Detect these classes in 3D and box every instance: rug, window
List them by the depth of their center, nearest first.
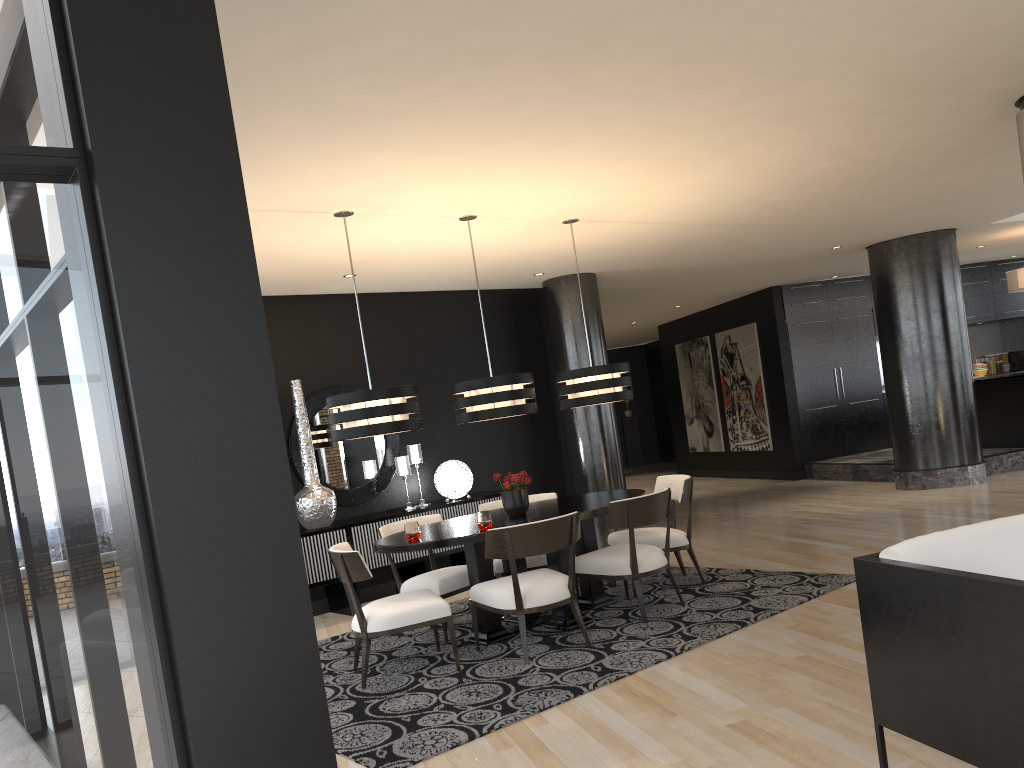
[{"bbox_3d":[4.968,-1.536,5.349,15.792,4.795,10.182,-7,-2,-29],"label":"window"},{"bbox_3d":[0.097,1.630,5.875,3.695,0.011,2.735,-6,-3,-38],"label":"rug"}]

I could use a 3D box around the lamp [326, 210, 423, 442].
[{"bbox_3d":[-0.894,-0.352,5.221,0.531,1.332,0.538,-10,3,-39],"label":"lamp"}]

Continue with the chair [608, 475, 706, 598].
[{"bbox_3d":[1.073,1.115,6.556,0.615,0.808,0.643,-9,1,-9],"label":"chair"}]

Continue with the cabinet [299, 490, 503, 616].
[{"bbox_3d":[-0.944,1.488,7.737,2.221,0.768,0.614,-7,0,-38],"label":"cabinet"}]

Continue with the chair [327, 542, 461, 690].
[{"bbox_3d":[-0.722,1.320,5.222,0.613,0.808,0.644,-9,1,-17],"label":"chair"}]

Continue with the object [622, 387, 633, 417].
[{"bbox_3d":[2.606,0.360,20.061,0.340,0.789,0.227,-8,2,13],"label":"object"}]

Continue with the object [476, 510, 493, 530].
[{"bbox_3d":[-0.166,0.815,5.283,0.095,0.106,0.096,-9,0,-27],"label":"object"}]

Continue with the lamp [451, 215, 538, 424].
[{"bbox_3d":[-0.191,-0.431,5.765,0.531,1.332,0.538,-10,3,-39],"label":"lamp"}]

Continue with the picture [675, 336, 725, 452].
[{"bbox_3d":[3.143,0.203,14.745,0.076,1.878,1.157,-9,1,-16],"label":"picture"}]

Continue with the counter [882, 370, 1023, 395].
[{"bbox_3d":[6.630,-0.013,13.469,2.850,0.034,0.733,-8,-3,-15],"label":"counter"}]

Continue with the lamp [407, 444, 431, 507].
[{"bbox_3d":[-0.843,0.817,7.916,0.132,0.551,0.124,-8,3,14],"label":"lamp"}]

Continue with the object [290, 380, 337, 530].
[{"bbox_3d":[-1.661,0.570,7.161,0.341,1.212,0.344,-10,3,-29],"label":"object"}]

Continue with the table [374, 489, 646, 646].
[{"bbox_3d":[0.098,1.247,5.883,2.091,0.771,1.216,-7,-2,-36],"label":"table"}]

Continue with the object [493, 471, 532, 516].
[{"bbox_3d":[0.025,0.717,5.840,0.236,0.299,0.230,-9,1,-36],"label":"object"}]

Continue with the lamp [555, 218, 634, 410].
[{"bbox_3d":[0.512,-0.511,6.309,0.531,1.332,0.538,-10,3,-39],"label":"lamp"}]

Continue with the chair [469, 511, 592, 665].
[{"bbox_3d":[0.106,1.199,5.260,0.639,0.808,0.619,-9,1,-28],"label":"chair"}]

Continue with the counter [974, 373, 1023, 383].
[{"bbox_3d":[7.304,-0.279,10.668,3.103,0.032,1.183,-8,-3,-15],"label":"counter"}]

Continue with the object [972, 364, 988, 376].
[{"bbox_3d":[7.362,-0.219,13.880,0.204,0.206,0.185,-8,0,-15],"label":"object"}]

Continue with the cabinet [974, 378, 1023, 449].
[{"bbox_3d":[7.382,0.252,10.694,3.103,1.040,1.182,-8,0,-15],"label":"cabinet"}]

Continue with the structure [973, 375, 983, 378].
[{"bbox_3d":[6.631,-0.037,13.449,0.897,0.067,0.522,-8,-3,-15],"label":"structure"}]

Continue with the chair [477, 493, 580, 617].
[{"bbox_3d":[0.124,1.256,6.564,0.641,0.808,0.616,-9,1,-10],"label":"chair"}]

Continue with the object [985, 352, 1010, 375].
[{"bbox_3d":[7.704,-0.324,13.998,0.364,0.316,0.114,-8,2,-15],"label":"object"}]

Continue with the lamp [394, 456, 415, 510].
[{"bbox_3d":[-0.938,0.867,7.765,0.124,0.466,0.132,-9,3,-16],"label":"lamp"}]

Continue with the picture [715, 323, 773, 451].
[{"bbox_3d":[3.518,0.085,13.390,0.076,1.878,1.157,-9,1,-16],"label":"picture"}]

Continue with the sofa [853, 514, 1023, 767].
[{"bbox_3d":[2.285,0.767,2.874,2.024,0.806,0.840,-8,0,-15],"label":"sofa"}]

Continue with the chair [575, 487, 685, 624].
[{"bbox_3d":[0.760,1.127,5.812,0.620,0.808,0.637,-8,1,45],"label":"chair"}]

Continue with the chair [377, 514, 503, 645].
[{"bbox_3d":[-0.522,1.331,6.110,0.620,0.808,0.637,-8,1,38],"label":"chair"}]

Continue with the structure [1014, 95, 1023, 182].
[{"bbox_3d":[3.341,-0.282,4.751,0.583,2.749,0.895,-10,3,-28],"label":"structure"}]

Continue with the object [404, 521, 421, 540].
[{"bbox_3d":[-0.596,0.879,5.282,0.095,0.106,0.095,-8,0,18],"label":"object"}]

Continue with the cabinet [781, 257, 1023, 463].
[{"bbox_3d":[6.570,-0.466,13.424,5.706,2.534,0.728,-8,2,-15],"label":"cabinet"}]

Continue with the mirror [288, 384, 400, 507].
[{"bbox_3d":[-1.457,0.539,7.767,1.068,1.080,0.025,-9,2,-38],"label":"mirror"}]
